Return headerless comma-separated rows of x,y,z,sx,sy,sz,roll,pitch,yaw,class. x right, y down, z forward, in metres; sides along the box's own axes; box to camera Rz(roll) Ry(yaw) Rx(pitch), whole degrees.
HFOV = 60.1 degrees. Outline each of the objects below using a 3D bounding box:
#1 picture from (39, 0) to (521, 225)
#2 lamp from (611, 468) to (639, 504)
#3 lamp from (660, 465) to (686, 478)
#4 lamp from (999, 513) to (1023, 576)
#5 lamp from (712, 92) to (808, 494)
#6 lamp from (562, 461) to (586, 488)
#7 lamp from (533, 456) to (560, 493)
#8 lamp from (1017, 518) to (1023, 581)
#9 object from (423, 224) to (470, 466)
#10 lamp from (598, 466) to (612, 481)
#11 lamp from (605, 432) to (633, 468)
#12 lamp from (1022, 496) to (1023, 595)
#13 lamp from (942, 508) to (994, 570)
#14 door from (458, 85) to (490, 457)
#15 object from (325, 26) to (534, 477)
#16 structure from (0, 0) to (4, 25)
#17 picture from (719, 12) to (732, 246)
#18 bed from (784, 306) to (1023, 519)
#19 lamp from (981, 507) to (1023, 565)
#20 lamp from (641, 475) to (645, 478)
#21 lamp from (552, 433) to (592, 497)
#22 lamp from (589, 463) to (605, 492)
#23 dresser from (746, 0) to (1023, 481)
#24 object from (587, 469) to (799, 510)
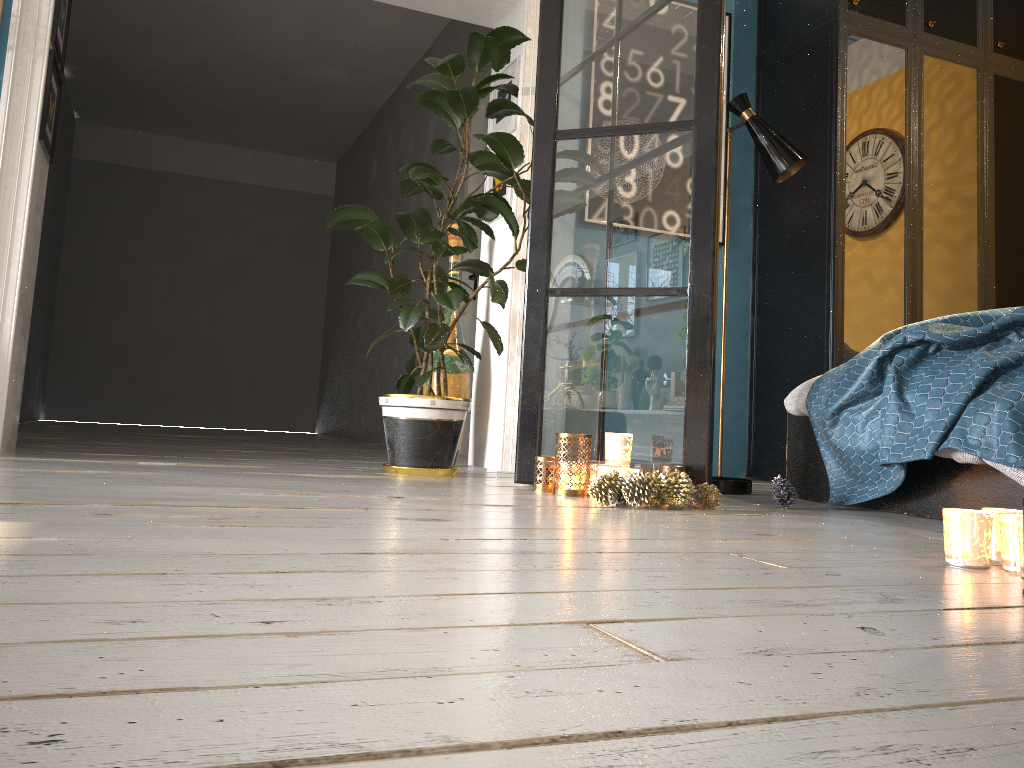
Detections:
-0.943,-1.231,3.923,1.941,0.758,0.357,4,-6,-22,picture
0.319,0.289,2.507,0.081,0.099,0.080,2,-5,18,lamp
0.491,0.305,2.712,0.080,0.107,0.080,5,-6,-22,lamp
0.874,0.274,1.504,0.081,0.099,0.080,2,-5,18,lamp
0.894,-0.360,3.349,0.403,1.536,0.230,2,-6,8,lamp
0.194,0.295,2.781,0.081,0.099,0.080,2,-5,18,lamp
0.111,0.288,2.819,0.084,0.111,0.084,-2,-7,43,lamp
0.857,0.269,1.419,0.081,0.099,0.080,2,-5,18,lamp
-0.291,-0.186,4.104,0.215,1.132,0.215,7,-7,-28,object
0.290,0.292,2.594,0.081,0.099,0.080,2,-5,18,lamp
0.308,0.192,2.562,0.081,0.099,0.080,2,-5,18,lamp
0.794,0.237,1.270,0.107,0.142,0.107,0,-6,31,lamp
0.803,0.273,1.560,0.081,0.099,0.080,2,-5,18,lamp
-0.055,-0.719,5.191,0.177,2.323,1.032,6,-6,-22,door
0.440,-0.577,2.065,1.009,1.806,3.882,6,-4,-23,object
-2.112,-1.570,3.183,0.494,0.781,0.184,5,-7,-22,structure
-0.630,-1.389,1.697,7.276,1.807,4.024,4,-3,-22,picture
2.232,0.063,2.691,2.317,0.775,1.891,4,-3,-22,bed
0.913,0.282,1.634,0.080,0.099,0.080,0,-6,32,lamp
0.406,0.308,2.575,0.069,0.081,0.068,4,-5,-14,lamp
0.184,0.245,2.691,0.114,0.188,0.114,6,-6,-24,lamp
0.275,0.298,2.737,0.081,0.099,0.080,2,-5,18,lamp
2.028,-0.800,4.581,1.429,2.636,0.634,5,-7,-22,dresser
0.532,0.300,2.515,0.714,0.118,0.191,5,-4,-33,object
